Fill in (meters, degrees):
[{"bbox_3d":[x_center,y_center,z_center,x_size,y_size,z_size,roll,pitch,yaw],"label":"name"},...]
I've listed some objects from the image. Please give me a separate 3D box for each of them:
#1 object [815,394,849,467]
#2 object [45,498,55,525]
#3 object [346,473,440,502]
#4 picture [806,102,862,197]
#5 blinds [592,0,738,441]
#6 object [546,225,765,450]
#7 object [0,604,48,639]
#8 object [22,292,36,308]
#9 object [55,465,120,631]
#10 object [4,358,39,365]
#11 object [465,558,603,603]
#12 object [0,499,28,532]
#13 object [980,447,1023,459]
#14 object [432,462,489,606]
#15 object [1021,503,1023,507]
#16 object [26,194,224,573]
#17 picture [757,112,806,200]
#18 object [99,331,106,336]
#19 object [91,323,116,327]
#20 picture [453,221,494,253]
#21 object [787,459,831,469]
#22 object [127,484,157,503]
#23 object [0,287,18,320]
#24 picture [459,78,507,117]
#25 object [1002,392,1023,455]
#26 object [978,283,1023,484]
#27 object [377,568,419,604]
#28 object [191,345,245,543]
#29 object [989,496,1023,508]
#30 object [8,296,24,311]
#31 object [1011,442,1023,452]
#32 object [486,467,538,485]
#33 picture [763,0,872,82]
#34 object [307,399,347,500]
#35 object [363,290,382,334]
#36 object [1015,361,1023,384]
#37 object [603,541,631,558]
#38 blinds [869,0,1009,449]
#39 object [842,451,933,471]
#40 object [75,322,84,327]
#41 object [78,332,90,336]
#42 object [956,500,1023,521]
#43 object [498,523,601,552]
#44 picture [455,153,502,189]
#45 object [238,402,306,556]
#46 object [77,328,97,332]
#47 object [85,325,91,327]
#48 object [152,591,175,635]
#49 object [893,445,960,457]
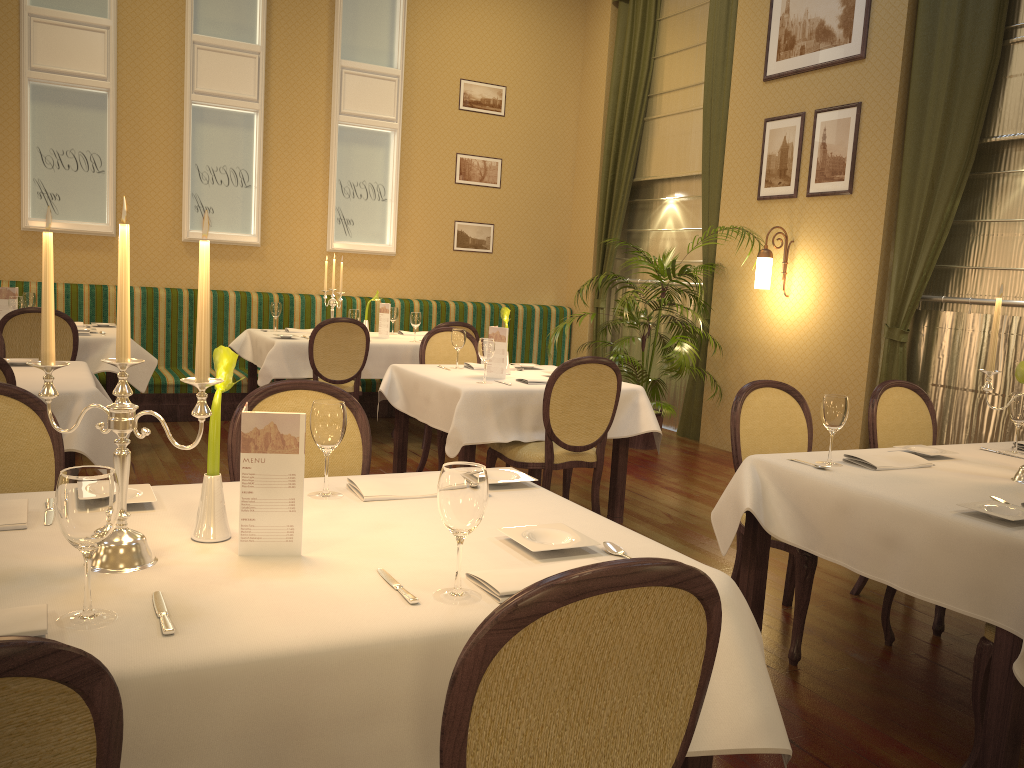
[{"bbox_3d":[1.054,0.151,2.915,0.088,0.229,0.088,6,7,20],"label":"object"},{"bbox_3d":[-0.965,0.266,1.853,0.017,0.010,0.185,0,8,-27],"label":"object"},{"bbox_3d":[-0.261,0.256,2.219,0.273,0.033,0.142,0,8,-28],"label":"object"},{"bbox_3d":[2.261,-1.643,6.253,0.022,0.619,0.412,0,8,-28],"label":"picture"},{"bbox_3d":[1.355,-1.874,8.114,0.225,4.537,1.934,0,8,-29],"label":"blinds"},{"bbox_3d":[1.159,-0.368,7.034,1.496,1.807,1.552,10,9,42],"label":"object"},{"bbox_3d":[-0.795,0.344,1.224,0.273,0.033,0.142,0,8,-28],"label":"object"},{"bbox_3d":[-3.394,-0.528,6.236,0.088,0.229,0.088,5,7,14],"label":"object"},{"bbox_3d":[-0.632,0.241,1.320,0.088,0.229,0.088,5,7,14],"label":"object"},{"bbox_3d":[-2.295,-0.099,4.129,0.160,0.024,0.160,0,8,-28],"label":"object"},{"bbox_3d":[0.068,0.353,1.622,0.273,0.024,0.142,0,8,-28],"label":"object"},{"bbox_3d":[-1.102,0.263,1.734,0.273,0.033,0.142,0,8,-28],"label":"object"},{"bbox_3d":[1.847,0.260,3.335,0.017,0.010,0.185,0,8,-27],"label":"object"},{"bbox_3d":[-0.087,0.252,1.509,0.088,0.229,0.088,6,7,20],"label":"object"},{"bbox_3d":[1.571,0.339,2.471,0.273,0.033,0.142,0,8,-28],"label":"object"},{"bbox_3d":[-0.681,-0.001,1.552,0.390,0.655,0.131,4,7,6],"label":"object"},{"bbox_3d":[2.026,-1.711,6.699,0.022,0.619,0.412,0,8,-28],"label":"picture"},{"bbox_3d":[-2.716,-0.335,5.885,0.038,0.015,0.181,0,8,-26],"label":"object"},{"bbox_3d":[-2.989,-0.429,6.486,0.160,0.024,0.160,0,8,-28],"label":"object"},{"bbox_3d":[-0.382,-1.469,8.875,0.437,0.294,0.008,0,8,-28],"label":"picture"},{"bbox_3d":[0.967,0.257,2.891,0.038,0.015,0.181,0,8,-26],"label":"object"},{"bbox_3d":[-0.875,0.254,1.951,0.160,0.024,0.160,0,8,-28],"label":"object"},{"bbox_3d":[-3.312,-0.500,5.862,0.081,0.277,0.166,7,8,23],"label":"object"},{"bbox_3d":[-0.286,-2.813,8.717,0.504,0.294,0.008,0,8,-28],"label":"picture"},{"bbox_3d":[1.924,0.150,3.368,0.088,0.229,0.088,6,7,20],"label":"object"},{"bbox_3d":[1.685,-0.006,2.798,0.390,0.655,0.131,7,8,28],"label":"object"},{"bbox_3d":[-0.204,0.350,1.553,0.017,0.010,0.185,0,8,-28],"label":"object"},{"bbox_3d":[-0.589,0.114,1.779,0.076,0.375,0.163,3,7,-6],"label":"object"},{"bbox_3d":[1.400,0.339,2.442,0.038,0.015,0.181,0,8,-26],"label":"object"},{"bbox_3d":[-3.167,-0.445,5.665,0.088,0.229,0.088,6,7,20],"label":"object"},{"bbox_3d":[2.105,0.251,3.465,0.273,0.033,0.142,0,8,-28],"label":"object"},{"bbox_3d":[-0.037,0.254,2.371,0.160,0.024,0.160,0,8,-28],"label":"object"},{"bbox_3d":[2.196,-2.795,6.365,0.027,1.057,0.966,0,8,-28],"label":"picture"},{"bbox_3d":[-0.442,0.155,2.121,0.088,0.229,0.088,6,7,20],"label":"object"},{"bbox_3d":[-1.137,-0.573,7.148,0.163,0.375,0.076,-2,9,-41],"label":"object"},{"bbox_3d":[1.777,0.109,3.026,0.076,0.375,0.163,3,7,-6],"label":"object"},{"bbox_3d":[0.236,0.348,1.771,0.038,0.015,0.181,0,8,-26],"label":"object"},{"bbox_3d":[2.967,-1.400,5.034,0.129,4.537,1.878,0,8,-28],"label":"blinds"},{"bbox_3d":[1.264,0.258,2.981,0.273,0.033,0.142,0,8,-28],"label":"object"},{"bbox_3d":[-3.213,-0.427,6.333,0.273,0.033,0.142,0,8,-28],"label":"object"},{"bbox_3d":[-2.884,-0.330,5.736,0.273,0.024,0.142,0,8,-28],"label":"object"},{"bbox_3d":[1.285,0.342,2.326,0.160,0.024,0.160,0,8,-28],"label":"object"},{"bbox_3d":[0.074,0.326,1.836,0.160,0.024,0.160,0,8,-28],"label":"object"},{"bbox_3d":[-0.329,-2.115,8.802,0.504,0.294,0.008,0,8,-28],"label":"picture"},{"bbox_3d":[-0.483,0.184,1.682,0.166,0.277,0.081,8,8,33],"label":"object"},{"bbox_3d":[-2.878,-0.357,5.951,0.160,0.024,0.160,0,8,-28],"label":"object"},{"bbox_3d":[-3.059,-0.419,6.398,0.038,0.015,0.181,0,8,-26],"label":"object"},{"bbox_3d":[-0.543,0.350,1.375,0.017,0.010,0.185,0,8,-28],"label":"object"},{"bbox_3d":[1.491,0.248,3.197,0.160,0.024,0.160,0,8,-28],"label":"object"}]
